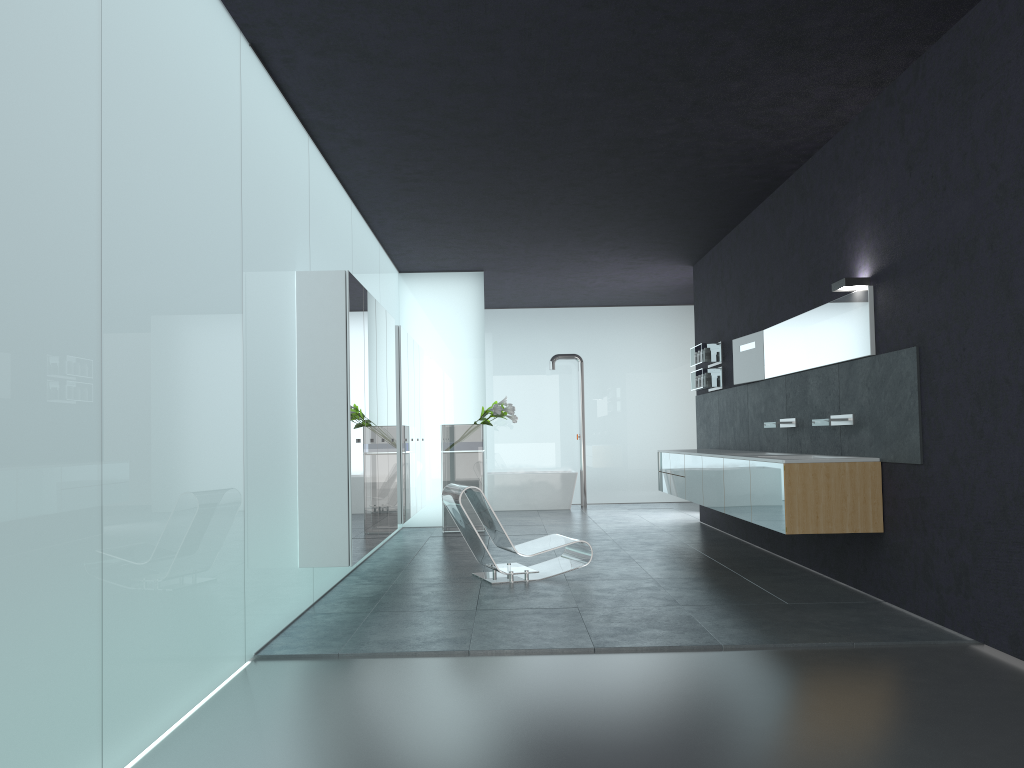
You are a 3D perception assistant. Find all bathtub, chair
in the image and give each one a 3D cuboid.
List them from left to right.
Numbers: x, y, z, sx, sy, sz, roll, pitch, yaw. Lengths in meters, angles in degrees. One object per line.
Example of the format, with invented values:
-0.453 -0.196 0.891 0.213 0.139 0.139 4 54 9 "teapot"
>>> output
0.041 1.353 8.241 1.261 0.870 0.629 0 -3 -19 "chair"
0.185 1.847 16.190 1.977 0.858 0.961 -1 -3 0 "bathtub"

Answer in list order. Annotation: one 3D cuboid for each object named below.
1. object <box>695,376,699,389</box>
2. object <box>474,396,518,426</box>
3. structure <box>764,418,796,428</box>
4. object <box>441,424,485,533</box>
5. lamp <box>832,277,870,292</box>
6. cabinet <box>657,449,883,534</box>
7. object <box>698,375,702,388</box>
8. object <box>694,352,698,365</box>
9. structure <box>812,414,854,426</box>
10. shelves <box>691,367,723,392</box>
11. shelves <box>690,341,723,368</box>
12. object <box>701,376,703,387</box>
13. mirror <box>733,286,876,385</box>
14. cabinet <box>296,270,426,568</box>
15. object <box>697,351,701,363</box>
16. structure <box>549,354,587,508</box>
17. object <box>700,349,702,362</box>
2.557 -0.017 12.168 0.096 0.184 0.068 -1 -2 -9 "object"
-0.422 0.539 12.442 1.024 0.779 0.975 -1 -3 -8 "object"
2.652 0.389 8.804 0.186 0.088 0.482 -1 -3 0 "structure"
-0.685 1.321 12.561 0.585 1.490 0.575 -1 -2 0 "object"
2.656 -0.779 6.954 0.198 0.066 0.277 -1 -3 0 "lamp"
2.394 1.011 9.437 0.734 0.556 5.588 -1 -3 0 "cabinet"
2.558 -0.030 11.953 0.096 0.184 0.068 -1 -2 9 "object"
2.551 -0.344 12.180 0.096 0.184 0.068 -1 -2 -9 "object"
2.660 0.302 7.387 0.186 0.088 0.482 -1 -3 0 "structure"
2.607 -0.058 11.888 0.265 0.285 0.770 -1 -3 0 "shelves"
2.601 -0.385 11.901 0.265 0.285 0.770 -1 -3 0 "shelves"
2.559 -0.041 11.765 0.096 0.184 0.068 -1 -2 -2 "object"
2.722 -0.372 8.615 0.109 0.532 3.726 -1 -3 -2 "mirror"
-1.422 0.437 9.616 0.398 2.213 6.010 -1 -3 0 "cabinet"
2.552 -0.357 11.966 0.096 0.184 0.068 -1 -2 9 "object"
1.026 0.879 16.230 0.643 2.869 0.123 -1 -2 -1 "structure"
2.553 -0.369 11.778 0.096 0.184 0.068 -1 -2 -2 "object"
